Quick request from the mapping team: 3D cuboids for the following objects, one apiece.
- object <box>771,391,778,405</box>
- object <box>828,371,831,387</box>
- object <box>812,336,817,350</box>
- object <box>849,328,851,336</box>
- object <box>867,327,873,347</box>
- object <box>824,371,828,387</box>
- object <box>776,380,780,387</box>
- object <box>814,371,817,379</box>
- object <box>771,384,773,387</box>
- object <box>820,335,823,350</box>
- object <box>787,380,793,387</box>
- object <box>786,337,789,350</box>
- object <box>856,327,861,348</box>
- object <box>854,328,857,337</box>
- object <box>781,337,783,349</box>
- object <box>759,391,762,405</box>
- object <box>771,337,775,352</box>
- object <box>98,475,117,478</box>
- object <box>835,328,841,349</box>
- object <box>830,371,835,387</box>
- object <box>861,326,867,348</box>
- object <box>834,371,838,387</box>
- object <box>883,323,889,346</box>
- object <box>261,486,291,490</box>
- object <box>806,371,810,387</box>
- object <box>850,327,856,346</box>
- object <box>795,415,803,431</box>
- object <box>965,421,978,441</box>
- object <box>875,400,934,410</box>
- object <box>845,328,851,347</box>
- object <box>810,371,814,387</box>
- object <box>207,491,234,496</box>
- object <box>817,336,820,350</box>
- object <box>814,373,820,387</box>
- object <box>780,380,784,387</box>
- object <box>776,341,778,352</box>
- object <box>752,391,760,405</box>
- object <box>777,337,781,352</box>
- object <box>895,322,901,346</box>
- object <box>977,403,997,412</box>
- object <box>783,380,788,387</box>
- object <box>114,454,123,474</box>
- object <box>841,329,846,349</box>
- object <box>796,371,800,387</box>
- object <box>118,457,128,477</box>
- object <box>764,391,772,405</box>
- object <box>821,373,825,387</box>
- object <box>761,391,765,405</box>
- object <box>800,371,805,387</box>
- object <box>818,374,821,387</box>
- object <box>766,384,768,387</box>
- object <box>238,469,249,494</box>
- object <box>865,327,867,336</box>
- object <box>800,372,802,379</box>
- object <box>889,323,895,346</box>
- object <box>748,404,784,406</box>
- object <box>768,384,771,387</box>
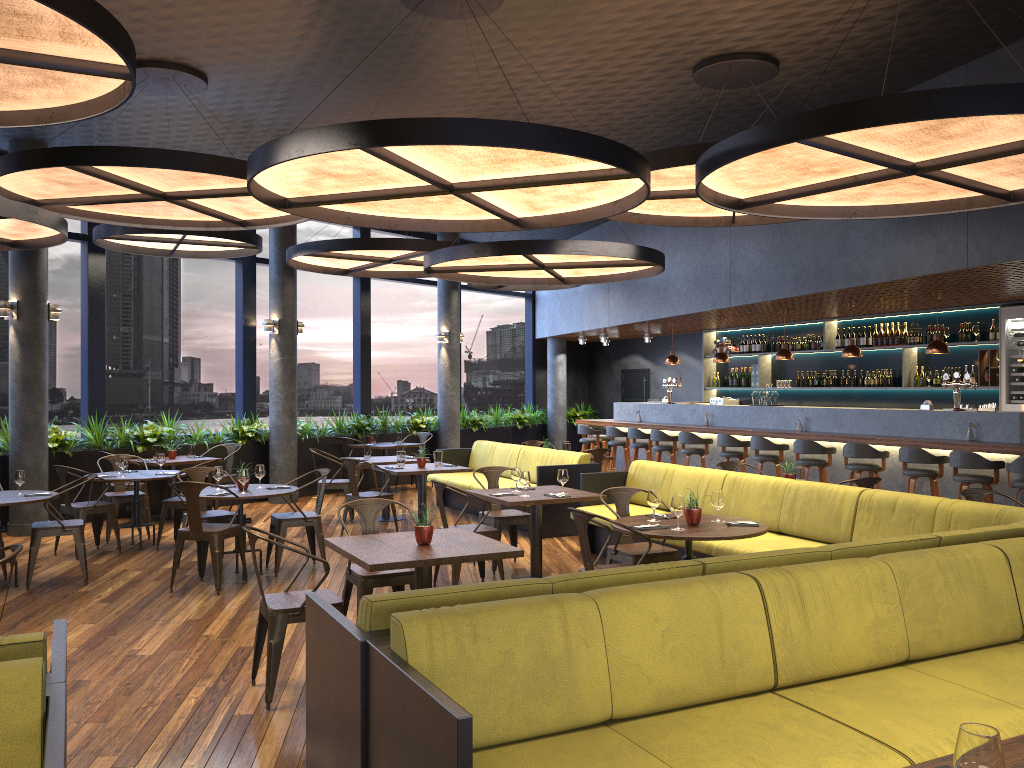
[{"bbox_3d":[3.609,0.199,12.209,0.105,0.209,0.105,0,0,9],"label":"object"},{"bbox_3d":[4.926,-0.076,13.721,0.063,0.254,0.063,0,0,6],"label":"object"},{"bbox_3d":[4.715,-0.636,13.832,0.068,0.217,0.068,0,0,-42],"label":"object"},{"bbox_3d":[5.083,-0.686,13.364,0.085,0.310,0.086,0,0,1],"label":"object"},{"bbox_3d":[5.255,-0.688,13.028,0.085,0.310,0.086,0,0,14],"label":"object"},{"bbox_3d":[4.851,-0.076,13.692,0.063,0.254,0.063,0,0,-9],"label":"object"},{"bbox_3d":[4.398,-0.005,14.636,0.084,0.119,0.084,0,0,19],"label":"object"},{"bbox_3d":[4.810,-0.075,14.046,0.063,0.254,0.063,0,0,36],"label":"object"},{"bbox_3d":[4.323,0.026,14.746,0.042,0.059,0.042,0,0,26],"label":"object"},{"bbox_3d":[4.805,-0.640,13.713,0.088,0.224,0.088,0,0,-12],"label":"object"},{"bbox_3d":[4.513,-0.006,14.404,0.084,0.119,0.084,0,0,19],"label":"object"},{"bbox_3d":[4.510,-0.650,14.523,0.063,0.254,0.063,0,0,11],"label":"object"},{"bbox_3d":[5.168,-0.687,13.196,0.085,0.310,0.086,0,0,-15],"label":"object"},{"bbox_3d":[5.128,-0.686,13.285,0.085,0.310,0.086,0,0,14],"label":"object"},{"bbox_3d":[4.458,-0.650,14.610,0.063,0.254,0.063,0,0,36],"label":"object"},{"bbox_3d":[3.504,0.200,12.412,0.105,0.209,0.105,0,0,9],"label":"object"},{"bbox_3d":[4.312,-0.649,14.653,0.063,0.254,0.063,0,0,-44],"label":"object"},{"bbox_3d":[-4.164,0.944,9.091,0.157,0.019,0.255,0,0,40],"label":"object"},{"bbox_3d":[4.941,-0.685,13.437,0.085,0.310,0.086,0,0,1],"label":"object"},{"bbox_3d":[4.905,-0.077,13.566,0.063,0.254,0.063,0,0,16],"label":"object"},{"bbox_3d":[5.160,-0.688,13.007,0.085,0.310,0.086,0,0,7],"label":"object"},{"bbox_3d":[4.969,-0.077,13.623,0.063,0.254,0.063,0,0,36],"label":"object"},{"bbox_3d":[5.335,-0.700,12.628,0.084,0.330,0.084,0,0,-20],"label":"object"},{"bbox_3d":[-2.130,0.933,8.005,0.255,0.019,0.157,0,0,-28],"label":"object"},{"bbox_3d":[4.713,-0.074,14.133,0.063,0.254,0.063,0,0,21],"label":"object"},{"bbox_3d":[5.071,-0.687,13.180,0.085,0.310,0.086,0,0,1],"label":"object"},{"bbox_3d":[3.681,0.498,11.343,0.069,0.203,0.114,0,0,-37],"label":"object"},{"bbox_3d":[4.757,0.485,9.189,0.114,0.203,0.069,0,0,8],"label":"object"},{"bbox_3d":[4.474,0.239,10.220,0.200,0.106,0.766,0,0,-26],"label":"object"},{"bbox_3d":[5.032,-0.686,13.264,0.085,0.310,0.086,0,0,7],"label":"object"},{"bbox_3d":[4.732,-0.075,14.003,0.063,0.254,0.063,0,0,1],"label":"object"},{"bbox_3d":[-2.467,0.932,7.557,0.157,0.019,0.255,0,0,16],"label":"object"},{"bbox_3d":[4.802,-0.636,13.867,0.068,0.217,0.068,0,0,-22],"label":"object"},{"bbox_3d":[4.769,-0.061,13.848,0.088,0.224,0.088,0,0,-12],"label":"object"},{"bbox_3d":[4.436,-0.005,14.560,0.084,0.119,0.084,0,0,19],"label":"object"},{"bbox_3d":[4.414,-0.649,14.690,0.063,0.254,0.063,0,0,41],"label":"object"},{"bbox_3d":[3.402,0.201,12.375,0.105,0.209,0.105,0,0,9],"label":"object"},{"bbox_3d":[4.389,-0.650,14.562,0.063,0.254,0.063,0,0,36],"label":"object"},{"bbox_3d":[5.421,-0.702,12.449,0.084,0.330,0.084,0,0,-20],"label":"object"},{"bbox_3d":[4.944,0.241,9.227,0.177,0.091,0.091,0,0,39],"label":"object"},{"bbox_3d":[4.474,-0.006,14.483,0.084,0.119,0.084,0,0,19],"label":"object"},{"bbox_3d":[-4.191,0.852,9.458,0.097,0.206,0.097,0,0,-40],"label":"object"},{"bbox_3d":[5.039,-0.685,13.454,0.085,0.310,0.086,0,0,-12],"label":"object"},{"bbox_3d":[4.575,-0.074,14.190,0.063,0.254,0.063,0,0,36],"label":"object"},{"bbox_3d":[-3.990,0.849,9.093,0.097,0.206,0.097,0,0,32],"label":"object"},{"bbox_3d":[3.509,0.199,12.151,0.105,0.209,0.105,0,0,9],"label":"object"},{"bbox_3d":[4.882,-0.061,13.873,0.088,0.224,0.088,0,0,38],"label":"object"},{"bbox_3d":[3.499,0.200,12.289,0.105,0.209,0.105,0,0,9],"label":"object"},{"bbox_3d":[4.619,-0.074,14.100,0.063,0.254,0.063,0,0,-39],"label":"object"},{"bbox_3d":[4.818,-0.060,13.950,0.088,0.224,0.088,0,0,28],"label":"object"},{"bbox_3d":[4.270,0.027,14.851,0.042,0.059,0.042,0,0,26],"label":"object"},{"bbox_3d":[-2.309,0.838,7.630,0.097,0.206,0.097,0,0,-20],"label":"object"},{"bbox_3d":[5.215,-0.687,13.114,0.085,0.310,0.086,0,0,1],"label":"object"},{"bbox_3d":[4.658,-0.074,14.244,0.063,0.254,0.063,0,0,-34],"label":"object"},{"bbox_3d":[5.376,-0.701,12.535,0.084,0.330,0.084,0,0,-20],"label":"object"},{"bbox_3d":[3.526,0.295,12.297,0.273,0.019,0.437,0,0,-26],"label":"object"},{"bbox_3d":[4.279,0.026,14.751,0.042,0.059,0.042,0,0,26],"label":"object"}]
